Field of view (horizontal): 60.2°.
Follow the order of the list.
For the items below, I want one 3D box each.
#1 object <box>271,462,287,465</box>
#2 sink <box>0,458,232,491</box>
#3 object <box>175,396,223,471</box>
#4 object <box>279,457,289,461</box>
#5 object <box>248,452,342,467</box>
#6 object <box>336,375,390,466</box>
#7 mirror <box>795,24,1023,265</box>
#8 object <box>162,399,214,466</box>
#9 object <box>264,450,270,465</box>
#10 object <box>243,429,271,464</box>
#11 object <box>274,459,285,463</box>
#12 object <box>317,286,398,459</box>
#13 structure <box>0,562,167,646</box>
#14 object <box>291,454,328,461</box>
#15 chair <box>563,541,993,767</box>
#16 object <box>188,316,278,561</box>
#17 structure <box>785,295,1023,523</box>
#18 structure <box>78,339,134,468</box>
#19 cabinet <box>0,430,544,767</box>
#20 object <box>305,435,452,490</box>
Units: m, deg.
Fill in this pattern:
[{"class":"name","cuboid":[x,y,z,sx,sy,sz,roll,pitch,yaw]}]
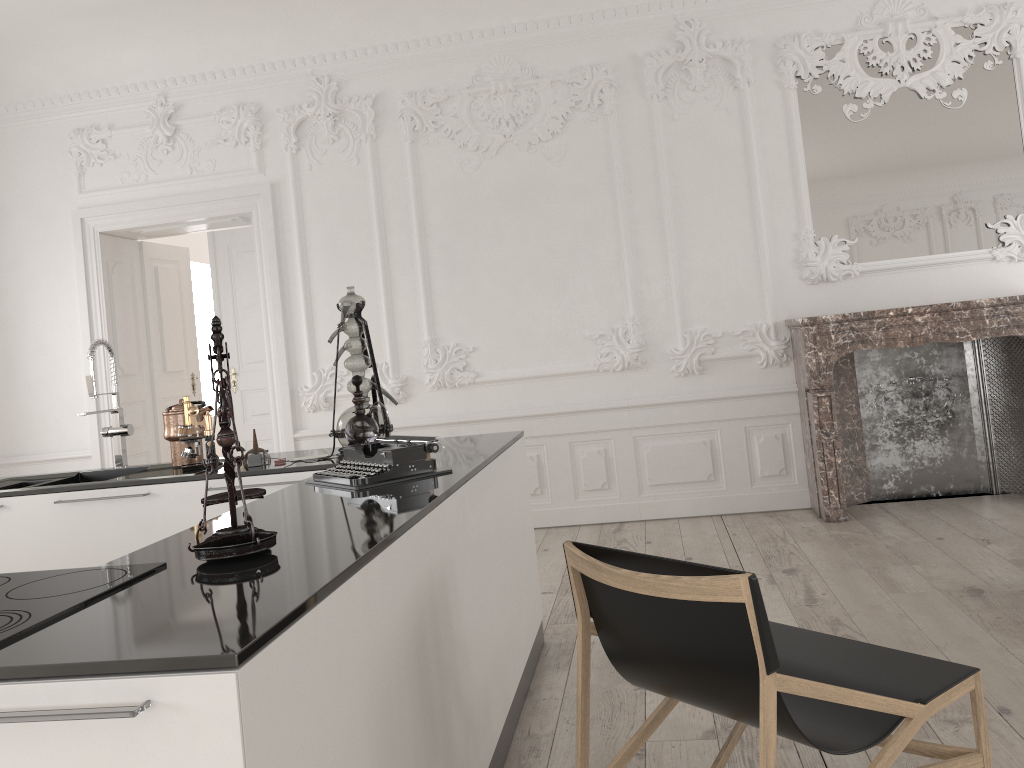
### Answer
[{"class":"object","cuboid":[-0.897,0.306,3.412,0.060,0.001,0.020,-6,2,-12]},{"class":"sink","cuboid":[-1.721,0.449,3.649,1.163,0.141,0.485,-6,2,8]},{"class":"object","cuboid":[-1.275,0.192,3.587,0.170,0.292,0.131,-5,-2,-21]},{"class":"object","cuboid":[-0.898,0.297,3.482,0.042,0.012,0.032,-6,2,-6]},{"class":"object","cuboid":[-0.836,0.277,3.412,0.375,0.045,0.123,-6,2,-3]},{"class":"object","cuboid":[-0.514,0.121,3.140,0.222,0.313,0.203,-6,-1,7]},{"class":"mirror","cuboid":[2.587,-1.537,5.737,1.433,1.576,0.009,-6,-2,8]},{"class":"object","cuboid":[-1.389,0.202,3.782,0.187,0.280,0.207,-5,-1,-41]},{"class":"object","cuboid":[-0.948,0.283,3.418,0.017,0.056,0.017,-5,-2,-11]},{"class":"object","cuboid":[-1.041,0.248,3.587,0.110,0.132,0.111,-6,0,14]},{"class":"object","cuboid":[-0.903,0.300,3.437,0.039,0.011,0.026,-6,2,-11]},{"class":"object","cuboid":[-0.576,-0.055,3.404,0.319,0.652,0.292,-5,-2,-38]},{"class":"structure","cuboid":[-1.011,0.383,1.502,0.627,0.021,0.507,-6,2,9]},{"class":"object","cuboid":[-0.798,0.291,3.489,0.141,0.004,0.093,-6,2,-11]},{"class":"chair","cuboid":[0.566,0.713,2.022,0.784,0.772,0.627,-6,0,-36]},{"class":"object","cuboid":[-0.620,0.097,1.898,0.168,0.491,0.511,-5,0,-18]},{"class":"structure","cuboid":[2.595,0.134,5.514,1.542,1.251,0.659,-6,-1,8]},{"class":"structure","cuboid":[-1.793,0.092,3.846,0.130,0.583,0.279,-6,-2,9]},{"class":"cabinet","cuboid":[-1.316,0.827,2.566,2.458,0.883,2.708,-6,2,9]},{"class":"object","cuboid":[-0.421,0.230,2.706,0.318,0.111,0.382,-7,2,-36]}]
